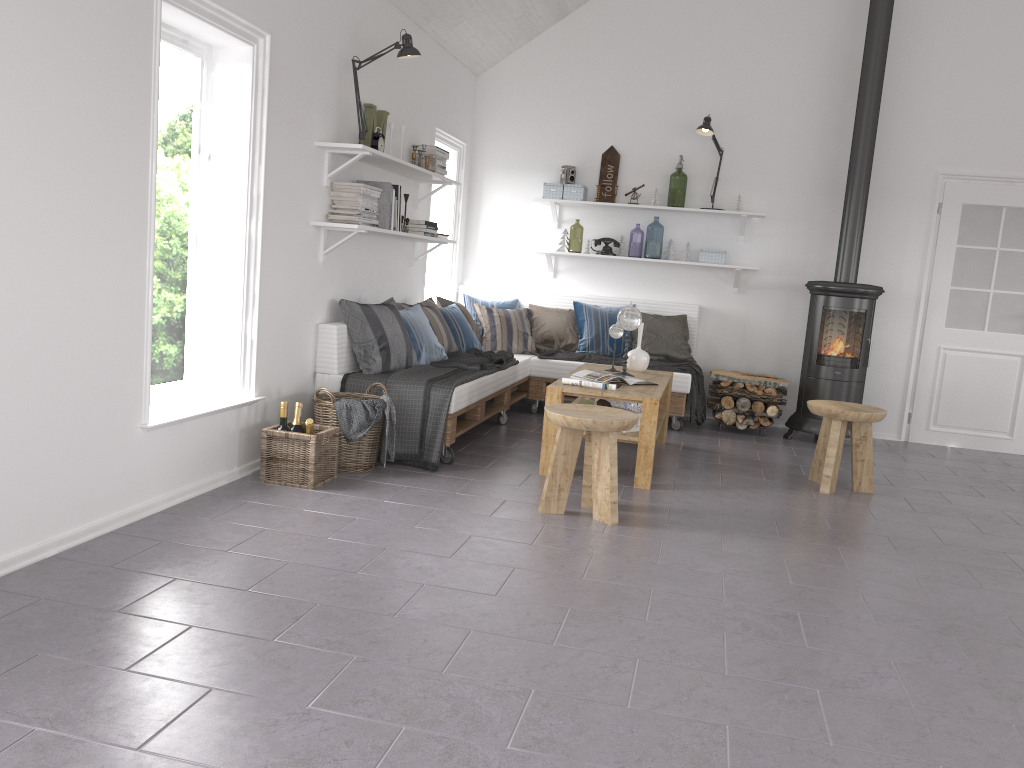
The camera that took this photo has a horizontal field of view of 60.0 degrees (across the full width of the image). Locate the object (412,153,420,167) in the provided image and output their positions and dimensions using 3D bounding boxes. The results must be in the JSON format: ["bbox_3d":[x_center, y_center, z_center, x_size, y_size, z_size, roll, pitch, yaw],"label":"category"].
[{"bbox_3d":[-0.608,-1.387,5.487,0.088,0.085,0.088,10,9,34],"label":"object"}]

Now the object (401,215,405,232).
[{"bbox_3d":[-0.702,-1.013,5.641,0.032,0.117,0.058,8,8,23],"label":"object"}]

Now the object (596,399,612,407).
[{"bbox_3d":[0.536,0.160,4.969,0.090,0.139,0.182,2,8,-23],"label":"object"}]

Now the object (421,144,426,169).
[{"bbox_3d":[-0.566,-1.444,5.660,0.066,0.160,0.066,5,8,-1],"label":"object"}]

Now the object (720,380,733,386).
[{"bbox_3d":[1.659,-0.020,6.837,0.098,0.061,0.467,7,8,13],"label":"object"}]

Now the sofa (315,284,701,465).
[{"bbox_3d":[0.199,-0.135,6.083,2.017,0.932,2.855,6,8,12],"label":"sofa"}]

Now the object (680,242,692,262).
[{"bbox_3d":[1.389,-1.051,7.045,0.088,0.161,0.093,8,8,21],"label":"object"}]

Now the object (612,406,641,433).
[{"bbox_3d":[0.573,0.191,4.920,0.155,0.102,0.281,-3,11,-44],"label":"object"}]

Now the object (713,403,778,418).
[{"bbox_3d":[1.765,0.205,6.715,0.468,0.069,0.095,6,8,12],"label":"object"}]

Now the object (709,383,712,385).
[{"bbox_3d":[1.805,0.062,6.898,0.539,0.070,0.101,7,8,13],"label":"object"}]

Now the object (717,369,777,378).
[{"bbox_3d":[1.838,-0.061,6.947,0.467,0.063,0.095,6,8,12],"label":"object"}]

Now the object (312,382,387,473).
[{"bbox_3d":[-0.842,0.219,4.601,0.393,0.432,0.393,5,8,-1],"label":"object"}]

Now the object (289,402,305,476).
[{"bbox_3d":[-1.066,0.271,4.322,0.094,0.361,0.127,6,8,12],"label":"object"}]

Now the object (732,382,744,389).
[{"bbox_3d":[1.742,-0.009,6.826,0.098,0.060,0.467,7,8,15],"label":"object"}]

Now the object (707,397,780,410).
[{"bbox_3d":[1.825,0.175,7.003,0.569,0.078,0.115,7,8,13],"label":"object"}]

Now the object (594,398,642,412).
[{"bbox_3d":[0.635,0.129,5.228,0.302,0.161,0.302,6,8,8],"label":"object"}]

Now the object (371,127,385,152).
[{"bbox_3d":[-0.768,-1.386,5.078,0.050,0.165,0.120,6,8,12],"label":"object"}]

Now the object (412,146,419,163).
[{"bbox_3d":[-0.621,-1.442,5.633,0.055,0.153,0.055,3,8,-10],"label":"object"}]

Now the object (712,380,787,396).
[{"bbox_3d":[1.837,0.029,6.867,0.562,0.057,0.097,6,8,12],"label":"object"}]

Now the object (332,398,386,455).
[{"bbox_3d":[-0.805,0.225,4.539,0.303,0.332,0.367,0,9,-32],"label":"object"}]

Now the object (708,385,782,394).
[{"bbox_3d":[1.778,0.060,6.771,0.538,0.082,0.099,6,8,12],"label":"object"}]

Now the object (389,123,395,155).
[{"bbox_3d":[-0.758,-1.492,5.530,0.084,0.256,0.084,2,8,-19],"label":"object"}]

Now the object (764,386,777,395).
[{"bbox_3d":[1.967,0.017,6.774,0.098,0.088,0.466,7,8,13],"label":"object"}]

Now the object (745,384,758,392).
[{"bbox_3d":[1.830,0.000,6.806,0.096,0.068,0.467,6,8,12],"label":"object"}]

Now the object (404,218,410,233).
[{"bbox_3d":[-0.663,-0.997,5.602,0.032,0.102,0.058,6,8,7],"label":"object"}]

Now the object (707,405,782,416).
[{"bbox_3d":[1.807,0.185,6.898,0.562,0.063,0.095,7,8,13],"label":"object"}]

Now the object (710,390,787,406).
[{"bbox_3d":[1.794,0.102,6.742,0.562,0.063,0.095,7,8,13],"label":"object"}]

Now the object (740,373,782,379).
[{"bbox_3d":[1.828,-0.052,6.864,0.541,0.070,0.101,7,8,13],"label":"object"}]

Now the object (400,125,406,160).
[{"bbox_3d":[-0.696,-1.495,5.591,0.084,0.256,0.084,2,8,-19],"label":"object"}]

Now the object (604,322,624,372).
[{"bbox_3d":[0.667,-0.246,5.751,0.109,0.329,0.109,2,8,-19],"label":"object"}]

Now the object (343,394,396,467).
[{"bbox_3d":[-0.799,0.235,4.599,0.349,0.356,0.290,6,8,6],"label":"object"}]

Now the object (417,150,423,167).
[{"bbox_3d":[-0.608,-1.467,5.833,0.055,0.153,0.055,2,8,-20],"label":"object"}]

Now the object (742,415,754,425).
[{"bbox_3d":[1.817,0.243,6.838,0.097,0.056,0.562,6,8,12],"label":"object"}]

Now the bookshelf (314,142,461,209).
[{"bbox_3d":[-0.709,-1.247,5.501,0.269,0.212,1.820,6,8,12],"label":"bookshelf"}]

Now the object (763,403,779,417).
[{"bbox_3d":[1.984,0.152,6.805,0.118,0.142,0.520,7,8,16],"label":"object"}]

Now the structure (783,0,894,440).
[{"bbox_3d":[2.547,-1.994,6.422,0.643,4.887,0.626,3,8,-12],"label":"structure"}]

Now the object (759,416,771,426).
[{"bbox_3d":[1.931,0.263,6.813,0.096,0.060,0.467,6,8,12],"label":"object"}]

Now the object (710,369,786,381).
[{"bbox_3d":[1.796,-0.045,6.764,0.562,0.074,0.095,7,8,13],"label":"object"}]

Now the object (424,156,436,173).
[{"bbox_3d":[-0.553,-1.426,5.759,0.124,0.100,0.124,10,9,34],"label":"object"}]

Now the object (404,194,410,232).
[{"bbox_3d":[-0.692,-1.099,5.748,0.085,0.259,0.085,2,8,-19],"label":"object"}]

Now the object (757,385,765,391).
[{"bbox_3d":[1.897,0.010,6.779,0.044,0.034,0.425,6,8,11],"label":"object"}]

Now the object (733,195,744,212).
[{"bbox_3d":[1.768,-1.406,6.913,0.072,0.142,0.073,-3,11,-45],"label":"object"}]

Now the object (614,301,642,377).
[{"bbox_3d":[0.724,-0.285,5.553,0.155,0.468,0.155,4,8,-9],"label":"object"}]

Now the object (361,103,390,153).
[{"bbox_3d":[-0.824,-1.494,5.301,0.052,0.311,0.330,6,8,12],"label":"object"}]

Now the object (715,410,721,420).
[{"bbox_3d":[1.611,0.211,6.935,0.052,0.056,0.561,6,8,12],"label":"object"}]

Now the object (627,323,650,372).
[{"bbox_3d":[0.836,-0.241,5.842,0.155,0.325,0.155,2,8,-17],"label":"object"}]

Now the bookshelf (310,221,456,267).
[{"bbox_3d":[-0.743,-0.842,5.555,0.269,0.212,1.820,6,8,12],"label":"bookshelf"}]
